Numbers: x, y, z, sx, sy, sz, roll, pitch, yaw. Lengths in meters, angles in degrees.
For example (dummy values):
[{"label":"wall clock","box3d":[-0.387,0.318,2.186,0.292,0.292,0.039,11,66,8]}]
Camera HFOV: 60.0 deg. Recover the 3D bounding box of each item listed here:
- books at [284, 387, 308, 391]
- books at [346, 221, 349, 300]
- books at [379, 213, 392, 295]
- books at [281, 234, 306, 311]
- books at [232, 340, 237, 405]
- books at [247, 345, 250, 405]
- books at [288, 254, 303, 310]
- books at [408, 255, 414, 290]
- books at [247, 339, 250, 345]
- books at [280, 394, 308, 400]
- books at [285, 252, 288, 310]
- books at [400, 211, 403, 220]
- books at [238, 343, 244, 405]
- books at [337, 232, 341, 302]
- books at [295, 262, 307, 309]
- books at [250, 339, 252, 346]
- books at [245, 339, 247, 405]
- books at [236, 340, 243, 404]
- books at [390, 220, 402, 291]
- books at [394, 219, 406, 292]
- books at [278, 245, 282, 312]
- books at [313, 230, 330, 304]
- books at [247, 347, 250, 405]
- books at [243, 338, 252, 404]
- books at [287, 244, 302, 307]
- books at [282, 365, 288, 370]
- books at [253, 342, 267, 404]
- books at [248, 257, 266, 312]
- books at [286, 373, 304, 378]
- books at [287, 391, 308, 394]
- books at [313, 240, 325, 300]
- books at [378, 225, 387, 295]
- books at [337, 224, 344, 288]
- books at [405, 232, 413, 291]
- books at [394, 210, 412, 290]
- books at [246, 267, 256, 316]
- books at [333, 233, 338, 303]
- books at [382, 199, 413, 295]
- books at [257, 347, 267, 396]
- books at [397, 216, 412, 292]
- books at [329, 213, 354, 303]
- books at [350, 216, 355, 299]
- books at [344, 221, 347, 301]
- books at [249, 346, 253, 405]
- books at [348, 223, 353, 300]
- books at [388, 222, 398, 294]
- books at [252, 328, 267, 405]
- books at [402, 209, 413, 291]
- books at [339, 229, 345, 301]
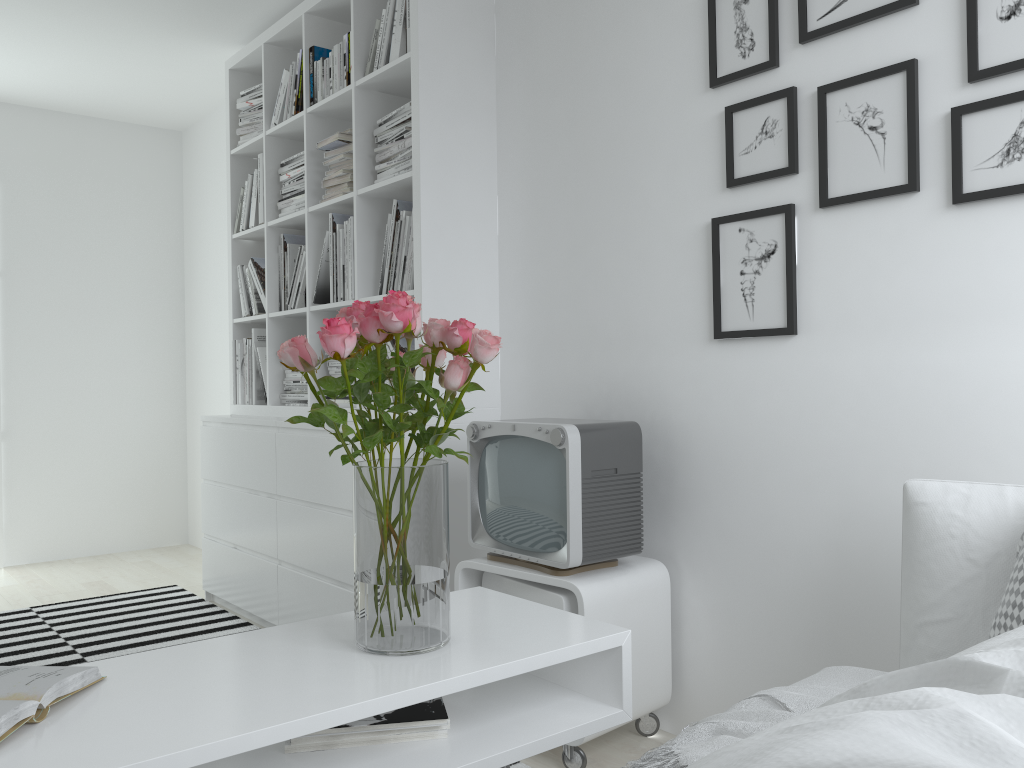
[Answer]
[{"label":"books","box3d":[-0.789,0.019,3.641,0.182,0.016,0.288,-1,0,-39]},{"label":"books","box3d":[-0.522,-0.443,3.243,0.182,0.288,0.016,-1,0,-39]},{"label":"books","box3d":[-0.374,-0.439,3.076,0.159,0.278,0.085,-1,0,-39]},{"label":"books","box3d":[-0.885,-0.457,3.726,0.176,0.331,0.025,-1,0,-39]},{"label":"books","box3d":[-1.175,-0.053,4.018,0.182,0.288,0.016,-1,0,-39]},{"label":"books","box3d":[-1.093,-0.042,3.939,0.167,0.263,0.017,-1,0,-39]},{"label":"books","box3d":[-0.816,-0.406,3.631,0.161,0.226,0.137,-1,0,-39]},{"label":"books","box3d":[-0.244,-0.441,2.911,0.182,0.282,0.090,-1,0,-39]},{"label":"books","box3d":[-1.093,-0.054,3.961,0.182,0.288,0.016,-1,0,-39]},{"label":"books","box3d":[-0.798,0.051,3.629,0.176,0.025,0.331,-1,0,-39]},{"label":"books","box3d":[-0.873,-0.420,3.712,0.161,0.254,0.013,-1,0,-39]},{"label":"books","box3d":[-0.321,-0.440,3.050,0.182,0.282,0.090,-1,0,-39]},{"label":"books","box3d":[-1.145,-0.046,3.998,0.174,0.273,0.021,-1,0,-39]},{"label":"books","box3d":[-0.569,-0.426,3.267,0.161,0.254,0.012,-1,0,-39]},{"label":"books","box3d":[-0.771,-0.422,3.610,0.182,0.257,0.158,-1,0,-39]},{"label":"books","box3d":[-1.078,-0.053,3.916,0.159,0.285,0.012,-1,0,-39]},{"label":"books","box3d":[-1.103,-0.054,3.973,0.182,0.288,0.016,-1,0,-39]},{"label":"books","box3d":[-1.157,-0.054,4.013,0.182,0.288,0.016,-1,0,-39]},{"label":"books","box3d":[-0.333,-0.424,3.026,0.161,0.249,0.078,-1,0,-39]},{"label":"books","box3d":[-0.315,-0.424,3.008,0.161,0.248,0.077,-1,0,-39]},{"label":"books","box3d":[-0.905,-0.434,3.735,0.159,0.285,0.012,-1,0,-39]},{"label":"books","box3d":[-0.655,-0.437,3.369,0.159,0.263,0.131,-1,0,-39]},{"label":"books","box3d":[-1.090,-0.037,3.922,0.161,0.254,0.012,-1,0,-39]},{"label":"books","box3d":[-1.118,-0.057,3.990,0.180,0.296,0.028,-1,0,-39]},{"label":"books","box3d":[-0.853,-0.435,3.711,0.182,0.288,0.016,-1,0,-39]},{"label":"books","box3d":[-0.799,-0.074,3.651,0.180,0.028,0.296,-1,0,-39]},{"label":"books","box3d":[-1.009,-0.050,3.816,0.159,0.263,0.131,-1,0,-39]},{"label":"books","box3d":[-1.012,-0.422,3.831,0.176,0.255,0.226,-1,0,-39]},{"label":"books","box3d":[-0.788,-0.035,3.618,0.167,0.017,0.263,-1,0,-39]},{"label":"books","box3d":[-0.790,0.033,3.619,0.161,0.013,0.254,-1,0,-39]},{"label":"books","box3d":[-0.664,-0.428,3.385,0.161,0.235,0.118,-1,0,-39]},{"label":"books","box3d":[-0.382,-0.422,3.092,0.161,0.248,0.077,-1,0,-39]},{"label":"books","box3d":[-0.572,-0.441,3.280,0.159,0.285,0.012,-1,0,-39]},{"label":"books","box3d":[-0.260,-0.446,2.974,0.180,0.293,0.103,-1,0,-39]},{"label":"books","box3d":[-0.316,-0.438,3.019,0.159,0.278,0.085,-1,0,-39]},{"label":"books","box3d":[-1.078,-0.403,3.915,0.161,0.218,0.101,-1,0,-39]},{"label":"books","box3d":[-0.586,-0.426,3.284,0.161,0.256,0.013,-1,0,-39]},{"label":"books","box3d":[-0.350,-0.461,3.062,0.176,0.325,0.109,-1,0,-39]},{"label":"books","box3d":[-0.994,-0.041,3.804,0.161,0.235,0.118,-1,0,-39]},{"label":"books","box3d":[-0.298,-0.428,3.000,0.167,0.258,0.085,-1,0,-39]},{"label":"books","box3d":[-0.599,-0.464,3.314,0.176,0.331,0.025,-1,0,-39]},{"label":"books","box3d":[-0.493,-0.443,3.163,0.182,0.288,0.016,-1,0,-39]},{"label":"books","box3d":[-0.532,-0.443,3.256,0.182,0.288,0.016,-1,0,-39]},{"label":"books","box3d":[-1.077,-0.038,3.901,0.161,0.256,0.013,-1,0,-39]},{"label":"books","box3d":[-0.506,-0.436,3.197,0.174,0.273,0.021,-1,0,-39]},{"label":"books","box3d":[-0.344,-0.424,3.055,0.161,0.248,0.078,-1,0,-39]},{"label":"books","box3d":[-1.050,-0.076,3.883,0.176,0.331,0.025,-1,0,-39]},{"label":"books","box3d":[-0.274,-0.440,2.993,0.182,0.282,0.090,-1,0,-39]},{"label":"books","box3d":[-0.553,-0.430,3.260,0.167,0.263,0.017,-1,0,-39]}]
